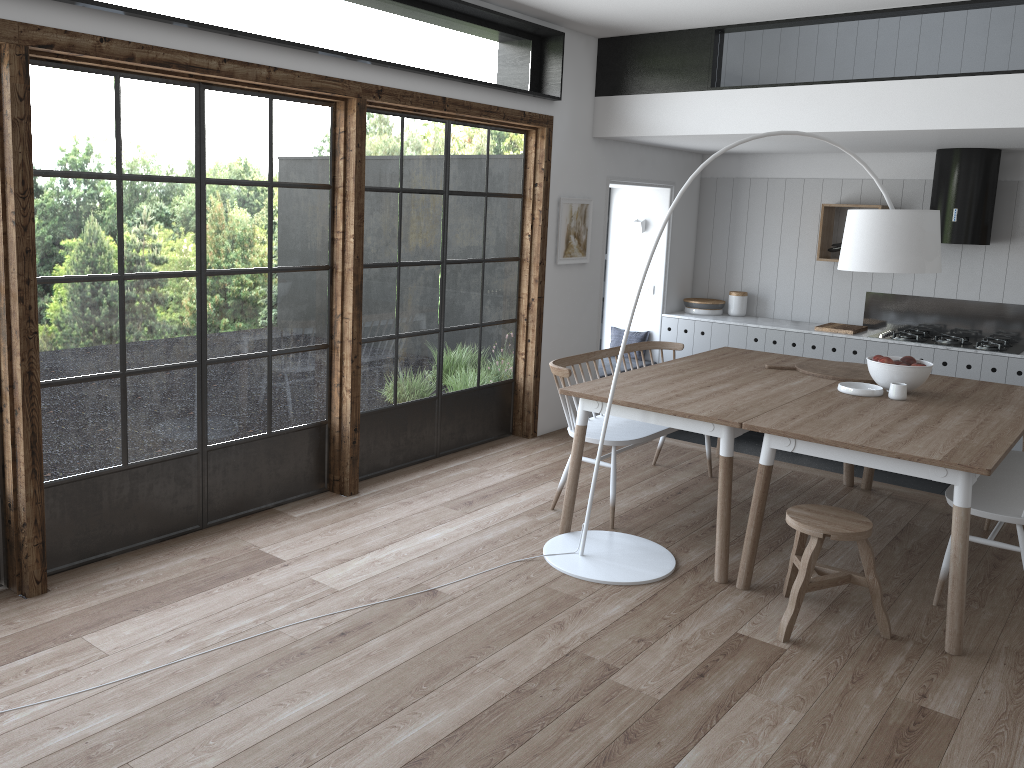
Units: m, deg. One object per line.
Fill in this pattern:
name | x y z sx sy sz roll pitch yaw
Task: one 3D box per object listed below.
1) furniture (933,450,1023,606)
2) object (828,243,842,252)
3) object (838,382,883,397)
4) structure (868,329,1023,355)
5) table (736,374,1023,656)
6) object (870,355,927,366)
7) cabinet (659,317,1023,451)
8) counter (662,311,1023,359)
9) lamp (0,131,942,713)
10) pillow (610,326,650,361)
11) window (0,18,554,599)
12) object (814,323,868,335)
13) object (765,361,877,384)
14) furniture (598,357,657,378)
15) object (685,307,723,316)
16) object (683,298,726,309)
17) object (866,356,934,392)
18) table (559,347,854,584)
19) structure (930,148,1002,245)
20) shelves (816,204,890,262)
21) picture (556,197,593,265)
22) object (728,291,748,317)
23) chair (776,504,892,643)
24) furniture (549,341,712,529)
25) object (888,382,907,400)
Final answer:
furniture | 2.393 0.507 4.087 0.561 0.804 1.330 9 13 36
object | 2.702 -1.161 7.050 0.345 0.332 0.136 10 12 38
object | 1.791 0.027 4.542 0.218 0.035 0.213 5 12 16
structure | 3.230 -0.336 6.551 1.013 0.048 0.542 11 14 37
table | 1.951 0.469 4.349 0.965 0.744 1.996 10 14 36
object | 2.000 -0.059 4.575 0.251 0.166 0.239 2 11 -2
cabinet | 3.764 0.254 5.835 6.312 0.742 0.010 11 12 37
counter | 3.948 -0.165 5.997 6.315 0.020 0.566 11 14 37
lamp | -0.406 -0.079 3.477 5.106 2.009 0.897 -3 11 -26
pillow | 1.035 -0.345 7.860 0.415 0.291 0.177 10 12 37
window | -1.425 -0.368 4.171 0.166 2.239 5.282 9 13 36
object | 2.614 -0.441 7.012 0.300 0.030 0.391 11 14 36
object | 1.917 -0.069 5.078 0.661 0.023 0.616 -5 13 -30
furniture | 0.736 -0.136 7.545 0.614 0.114 1.028 10 14 36
object | 1.700 -0.653 7.839 0.322 0.054 0.332 -1 12 -13
object | 1.703 -0.710 7.830 0.358 0.065 0.363 1 11 -3
object | 2.001 -0.039 4.581 0.324 0.163 0.308 9 13 34
table | 1.194 0.325 4.932 0.965 0.744 1.996 10 14 36
structure | 3.302 -1.461 6.446 0.412 0.862 0.420 1 9 -6
shelves | 3.983 -0.983 6.045 3.688 0.792 0.293 11 12 37
picture | 0.449 -1.106 6.388 0.031 0.467 0.425 9 12 36
object | 1.967 -0.696 7.705 0.155 0.211 0.154 3 10 6
chair | 1.306 0.763 3.538 0.442 0.446 0.475 7 11 23
furniture | 0.715 0.235 5.142 0.561 0.804 1.330 9 13 36
object | 1.924 0.038 4.405 0.086 0.078 0.081 10 13 37
